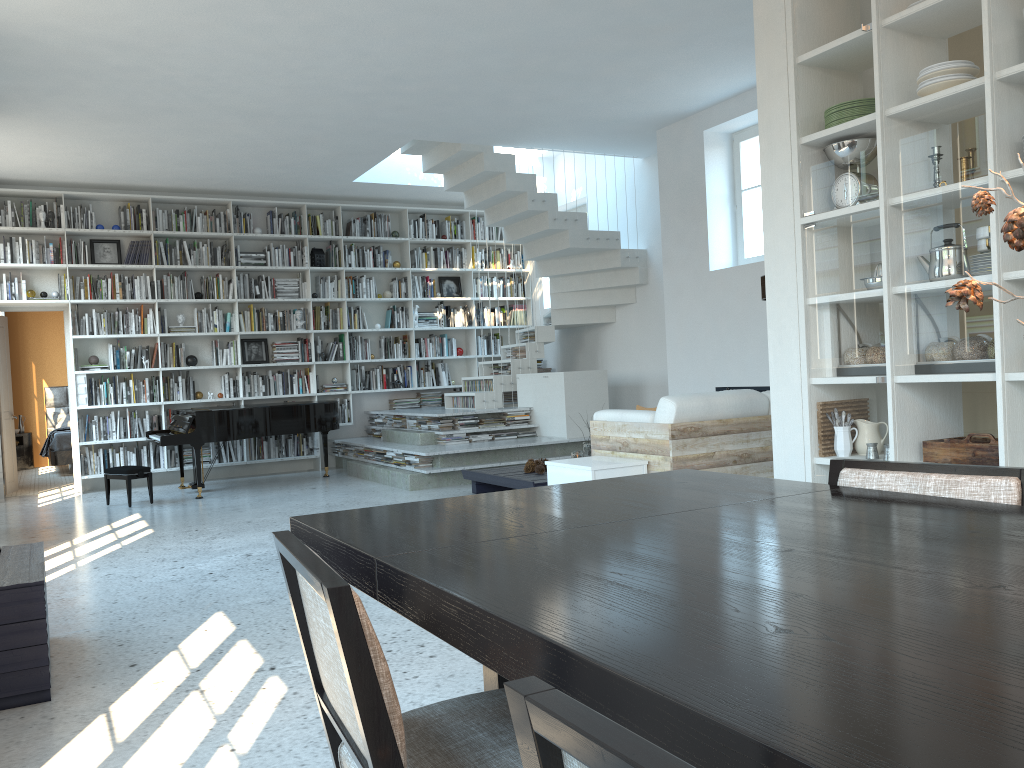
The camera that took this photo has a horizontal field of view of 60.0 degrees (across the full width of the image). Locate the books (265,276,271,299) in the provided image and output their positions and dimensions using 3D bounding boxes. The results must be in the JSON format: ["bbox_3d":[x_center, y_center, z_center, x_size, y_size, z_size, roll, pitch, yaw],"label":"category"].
[{"bbox_3d":[-2.829,-1.102,10.263,0.021,0.269,0.191,-4,1,-28],"label":"books"}]

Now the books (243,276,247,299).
[{"bbox_3d":[-3.063,-1.087,10.140,0.025,0.266,0.185,-4,1,-28],"label":"books"}]

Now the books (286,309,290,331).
[{"bbox_3d":[-2.630,-0.739,10.376,0.025,0.258,0.150,-4,1,-28],"label":"books"}]

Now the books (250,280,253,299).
[{"bbox_3d":[-3.007,-1.074,10.184,0.014,0.233,0.147,-4,1,-28],"label":"books"}]

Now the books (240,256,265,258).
[{"bbox_3d":[-2.993,-1.446,10.191,0.254,0.025,0.161,-3,1,-32],"label":"books"}]

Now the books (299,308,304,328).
[{"bbox_3d":[-2.484,-0.758,10.474,0.025,0.279,0.108,-4,1,-28],"label":"books"}]

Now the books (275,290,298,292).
[{"bbox_3d":[-2.648,-1.082,10.378,0.254,0.012,0.161,-3,1,-30],"label":"books"}]

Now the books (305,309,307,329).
[{"bbox_3d":[-2.452,-0.751,10.486,0.014,0.261,0.137,-4,1,-28],"label":"books"}]

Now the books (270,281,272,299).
[{"bbox_3d":[-2.815,-1.076,10.288,0.024,0.216,0.132,-4,1,-28],"label":"books"}]

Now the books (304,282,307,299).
[{"bbox_3d":[-2.456,-1.092,10.485,0.030,0.205,0.158,-4,1,-28],"label":"books"}]

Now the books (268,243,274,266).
[{"bbox_3d":[-2.795,-1.479,10.274,0.011,0.284,0.190,-4,1,-28],"label":"books"}]

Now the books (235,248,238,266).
[{"bbox_3d":[-3.151,-1.425,10.109,0.013,0.218,0.141,-4,1,-28],"label":"books"}]

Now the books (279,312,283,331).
[{"bbox_3d":[-2.707,-0.717,10.325,0.029,0.224,0.185,-4,1,-28],"label":"books"}]

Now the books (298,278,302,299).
[{"bbox_3d":[-2.504,-1.113,10.438,0.012,0.254,0.161,-4,1,-28],"label":"books"}]

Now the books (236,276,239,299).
[{"bbox_3d":[-3.149,-1.082,10.105,0.026,0.267,0.170,-4,1,-28],"label":"books"}]

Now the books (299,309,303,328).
[{"bbox_3d":[-2.500,-0.747,10.453,0.025,0.260,0.130,-4,1,-28],"label":"books"}]

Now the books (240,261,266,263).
[{"bbox_3d":[-2.992,-1.392,10.193,0.285,0.012,0.159,-3,1,-31],"label":"books"}]

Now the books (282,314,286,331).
[{"bbox_3d":[-2.682,-0.707,10.341,0.029,0.200,0.178,-4,1,-28],"label":"books"}]

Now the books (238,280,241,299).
[{"bbox_3d":[-3.132,-1.064,10.131,0.027,0.228,0.147,-4,1,-28],"label":"books"}]

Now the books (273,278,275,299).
[{"bbox_3d":[-2.776,-1.094,10.285,0.013,0.247,0.176,-4,1,-28],"label":"books"}]

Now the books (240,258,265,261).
[{"bbox_3d":[-2.990,-1.422,10.189,0.285,0.024,0.159,-3,1,-23],"label":"books"}]

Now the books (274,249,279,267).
[{"bbox_3d":[-2.754,-1.447,10.310,0.027,0.216,0.190,-4,1,-28],"label":"books"}]

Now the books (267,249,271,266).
[{"bbox_3d":[-2.828,-1.447,10.302,0.024,0.223,0.128,-4,1,-28],"label":"books"}]

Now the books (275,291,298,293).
[{"bbox_3d":[-2.647,-1.070,10.378,0.254,0.012,0.161,-3,1,-26],"label":"books"}]

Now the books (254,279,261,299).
[{"bbox_3d":[-2.945,-1.079,10.207,0.066,0.237,0.153,-4,1,-28],"label":"books"}]

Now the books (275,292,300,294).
[{"bbox_3d":[-2.645,-1.057,10.377,0.285,0.012,0.159,-3,1,-31],"label":"books"}]

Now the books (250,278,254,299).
[{"bbox_3d":[-2.993,-1.083,10.187,0.014,0.250,0.172,-4,1,-28],"label":"books"}]

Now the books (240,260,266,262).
[{"bbox_3d":[-2.994,-1.404,10.195,0.285,0.012,0.159,-3,1,-30],"label":"books"}]

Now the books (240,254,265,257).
[{"bbox_3d":[-2.996,-1.471,10.194,0.285,0.024,0.159,-3,1,-26],"label":"books"}]

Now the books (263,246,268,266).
[{"bbox_3d":[-2.855,-1.460,10.260,0.012,0.254,0.161,-4,1,-28],"label":"books"}]

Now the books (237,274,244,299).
[{"bbox_3d":[-3.102,-1.100,10.127,0.026,0.297,0.179,-4,1,-28],"label":"books"}]

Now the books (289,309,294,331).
[{"bbox_3d":[-2.595,-0.741,10.407,0.024,0.259,0.126,-4,1,-28],"label":"books"}]

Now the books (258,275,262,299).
[{"bbox_3d":[-2.913,-1.105,10.239,0.022,0.285,0.130,-4,1,-28],"label":"books"}]

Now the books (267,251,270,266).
[{"bbox_3d":[-2.835,-1.428,10.265,0.025,0.187,0.193,-4,1,-28],"label":"books"}]

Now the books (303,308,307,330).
[{"bbox_3d":[-2.459,-0.753,10.469,0.014,0.266,0.154,-4,1,-28],"label":"books"}]

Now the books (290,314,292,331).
[{"bbox_3d":[-2.616,-0.714,10.402,0.022,0.206,0.114,-4,1,-28],"label":"books"}]

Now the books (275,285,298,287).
[{"bbox_3d":[-2.651,-1.142,10.376,0.254,0.012,0.161,-3,1,-26],"label":"books"}]

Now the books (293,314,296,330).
[{"bbox_3d":[-2.566,-0.714,10.419,0.035,0.201,0.149,-4,1,-28],"label":"books"}]

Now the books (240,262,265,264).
[{"bbox_3d":[-2.992,-1.380,10.194,0.254,0.012,0.161,-3,1,-31],"label":"books"}]

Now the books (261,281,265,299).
[{"bbox_3d":[-2.888,-1.072,10.244,0.024,0.216,0.148,-4,1,-28],"label":"books"}]

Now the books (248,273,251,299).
[{"bbox_3d":[-3.028,-1.106,10.170,0.011,0.300,0.179,-4,1,-28],"label":"books"}]

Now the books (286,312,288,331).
[{"bbox_3d":[-2.660,-0.723,10.382,0.025,0.230,0.143,-4,1,-28],"label":"books"}]

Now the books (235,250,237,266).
[{"bbox_3d":[-3.162,-1.416,10.088,0.027,0.201,0.167,-4,1,-28],"label":"books"}]

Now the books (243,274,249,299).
[{"bbox_3d":[-3.049,-1.102,10.168,0.029,0.295,0.151,-4,1,-28],"label":"books"}]

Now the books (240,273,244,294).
[{"bbox_3d":[-3.094,-1.109,10.153,0.014,0.313,0.133,-4,1,-28],"label":"books"}]

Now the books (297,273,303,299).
[{"bbox_3d":[-2.502,-1.146,10.457,0.012,0.319,0.140,-4,1,-28],"label":"books"}]

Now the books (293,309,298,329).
[{"bbox_3d":[-2.551,-0.746,10.437,0.014,0.263,0.135,-4,1,-28],"label":"books"}]

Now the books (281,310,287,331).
[{"bbox_3d":[-2.660,-0.730,10.341,0.012,0.245,0.186,-4,1,-28],"label":"books"}]

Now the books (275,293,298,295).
[{"bbox_3d":[-2.647,-1.045,10.381,0.254,0.012,0.161,-3,1,-29],"label":"books"}]

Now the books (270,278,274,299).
[{"bbox_3d":[-2.794,-1.092,10.289,0.015,0.245,0.183,-4,1,-28],"label":"books"}]

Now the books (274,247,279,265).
[{"bbox_3d":[-2.744,-1.462,10.330,0.012,0.244,0.131,-4,1,-28],"label":"books"}]

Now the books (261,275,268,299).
[{"bbox_3d":[-2.867,-1.111,10.259,0.049,0.291,0.162,-4,1,-28],"label":"books"}]

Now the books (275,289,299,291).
[{"bbox_3d":[-2.650,-1.093,10.380,0.285,0.012,0.159,-3,1,-27],"label":"books"}]

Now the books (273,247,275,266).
[{"bbox_3d":[-2.787,-1.456,10.296,0.021,0.237,0.171,-4,1,-28],"label":"books"}]

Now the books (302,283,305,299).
[{"bbox_3d":[-2.480,-1.087,10.466,0.029,0.198,0.172,-4,1,-28],"label":"books"}]

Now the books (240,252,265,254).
[{"bbox_3d":[-3.000,-1.495,10.198,0.285,0.024,0.159,-3,1,-28],"label":"books"}]

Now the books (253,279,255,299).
[{"bbox_3d":[-2.982,-1.078,10.194,0.011,0.239,0.147,-4,1,-28],"label":"books"}]

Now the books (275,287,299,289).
[{"bbox_3d":[-2.649,-1.118,10.375,0.285,0.012,0.159,-3,1,-25],"label":"books"}]

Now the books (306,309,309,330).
[{"bbox_3d":[-2.439,-0.753,10.501,0.023,0.265,0.107,-4,1,-28],"label":"books"}]
